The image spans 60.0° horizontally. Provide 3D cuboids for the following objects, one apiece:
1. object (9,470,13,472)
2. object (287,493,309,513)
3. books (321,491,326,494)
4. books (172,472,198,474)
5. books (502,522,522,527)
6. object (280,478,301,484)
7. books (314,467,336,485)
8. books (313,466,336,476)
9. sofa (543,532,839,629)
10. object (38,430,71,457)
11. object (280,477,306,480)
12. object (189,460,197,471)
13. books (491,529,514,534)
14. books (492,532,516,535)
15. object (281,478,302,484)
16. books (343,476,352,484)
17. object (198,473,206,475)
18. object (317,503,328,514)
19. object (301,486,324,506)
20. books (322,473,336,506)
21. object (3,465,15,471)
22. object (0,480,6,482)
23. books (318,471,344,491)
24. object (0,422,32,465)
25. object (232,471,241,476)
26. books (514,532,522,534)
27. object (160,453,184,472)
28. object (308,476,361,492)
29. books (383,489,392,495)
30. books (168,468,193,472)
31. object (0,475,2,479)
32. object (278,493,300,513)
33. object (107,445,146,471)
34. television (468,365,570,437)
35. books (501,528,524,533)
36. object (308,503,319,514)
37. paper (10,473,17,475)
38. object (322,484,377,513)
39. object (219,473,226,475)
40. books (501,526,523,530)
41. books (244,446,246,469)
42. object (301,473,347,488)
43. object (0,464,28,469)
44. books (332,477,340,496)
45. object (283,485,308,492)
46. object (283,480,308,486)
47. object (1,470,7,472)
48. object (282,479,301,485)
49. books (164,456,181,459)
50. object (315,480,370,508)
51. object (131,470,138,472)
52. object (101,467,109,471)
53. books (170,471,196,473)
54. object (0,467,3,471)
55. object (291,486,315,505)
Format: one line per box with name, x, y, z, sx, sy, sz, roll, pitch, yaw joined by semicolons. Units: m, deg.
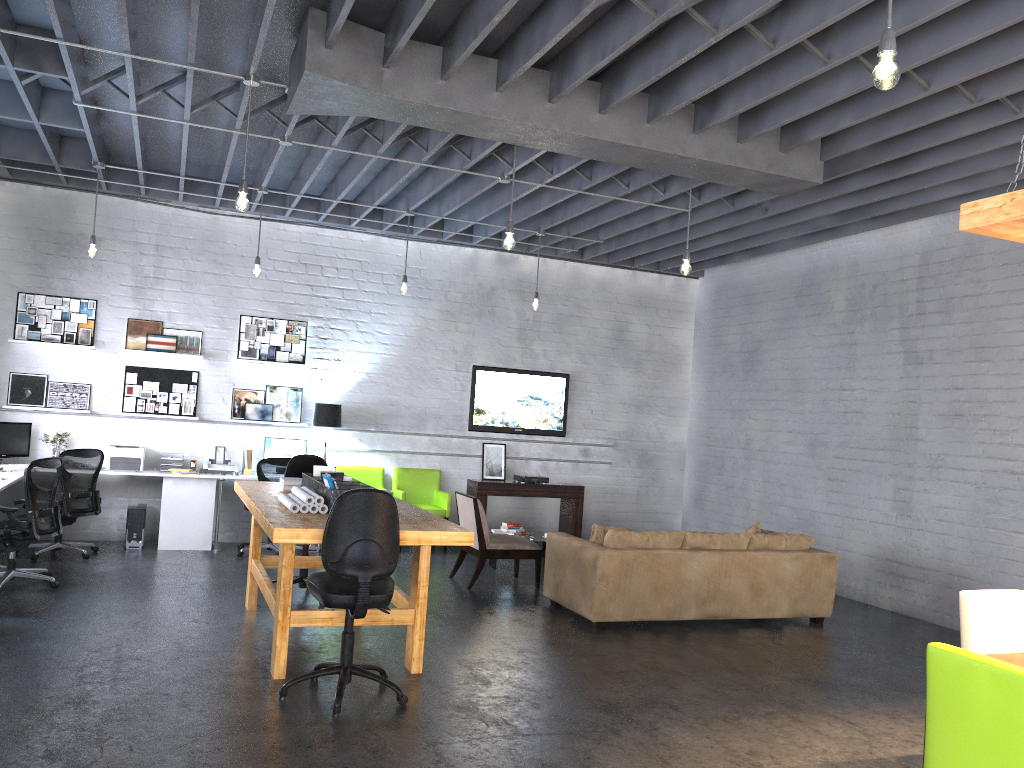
object;-4.600;0.796;8.121;0.071;0.020;0.058;2;-3;33
object;-1.373;0.759;5.667;0.058;0.057;0.635;5;-2;-21
books;-1.139;0.722;5.893;0.184;0.027;0.232;2;-3;41
books;-3.416;0.927;9.255;0.148;0.014;0.211;2;-3;33
books;-0.003;1.585;9.989;0.185;0.041;0.129;5;-3;-27
object;-1.502;0.751;6.782;0.520;0.047;0.046;5;-2;-21
books;-1.387;0.722;6.566;0.158;0.199;0.082;5;-2;-21
books;-1.396;0.716;6.596;0.171;0.210;0.046;5;-2;-21
sofa;1.534;1.686;7.724;2.331;0.628;1.104;5;-2;-21
object;-4.691;0.659;9.119;0.271;0.362;0.297;3;-2;24
object;-1.520;0.751;6.826;0.520;0.047;0.046;5;-2;-21
object;-3.454;0.883;9.607;0.093;0.116;0.067;5;-2;-21
books;-0.101;1.607;9.654;0.223;0.027;0.161;4;-2;-12
books;-0.088;1.644;9.636;0.175;0.045;0.240;5;-3;-32
object;-1.486;0.750;6.740;0.520;0.047;0.046;5;-2;-21
books;-1.184;0.723;6.100;0.143;0.188;0.061;5;-2;-21
object;-3.251;0.944;9.301;0.008;0.007;0.142;4;-2;13
object;-1.267;0.768;5.709;0.058;0.057;0.635;5;-2;-21
object;-1.289;0.717;5.700;0.057;0.057;0.635;5;-2;-21
books;-1.131;0.681;5.554;0.108;0.234;0.166;5;-2;-21
object;-4.712;0.780;8.285;0.130;0.049;0.130;4;-2;-4
object;-4.188;0.789;7.202;0.119;0.016;0.119;4;-2;-4
books;-1.236;0.704;6.047;0.158;0.214;0.063;5;-2;-21
object;-5.046;0.589;8.790;0.147;0.427;0.560;4;-2;16
object;-2.941;0.950;9.460;0.095;0.050;0.095;2;-3;37
books;-0.026;1.669;9.990;0.223;0.032;0.161;6;-3;-41
object;-3.640;0.838;9.489;0.229;0.180;0.316;5;-2;-21
object;-1.244;0.739;6.179;0.317;0.156;0.306;5;-2;-21
books;-1.014;0.814;6.530;0.244;0.067;0.298;4;-2;-12
books;-3.448;0.895;9.226;0.211;0.014;0.148;4;-2;-6
object;-4.182;0.766;7.209;0.062;0.049;0.078;2;-3;39
object;-1.426;0.754;5.646;0.057;0.058;0.635;5;-2;-21
object;-4.057;0.775;9.331;0.351;0.235;0.351;5;-2;-21
television;0.101;0.225;11.112;1.325;0.816;0.021;5;-2;-22
books;0.003;1.643;9.996;0.223;0.026;0.161;2;-3;38
object;-1.320;0.763;5.688;0.057;0.058;0.635;5;-2;-21
paper;-4.522;0.803;7.920;0.159;0.001;0.115;6;-3;-38
object;-1.021;0.731;5.606;0.317;0.156;0.306;5;-2;-21
object;-3.068;0.956;9.395;0.076;0.016;0.017;3;-2;29
books;-0.007;1.617;9.996;0.208;0.024;0.144;6;-3;-36
books;-2.934;0.838;9.748;0.036;0.296;0.210;4;-2;-21
object;-1.356;0.743;6.466;0.317;0.156;0.306;5;-2;-21
object;-4.768;0.801;8.621;0.181;0.028;0.422;3;-3;29
books;-1.096;0.695;5.552;0.097;0.209;0.157;5;-2;-21
object;-1.446;0.789;6.630;0.520;0.047;0.047;5;-2;-21
object;-1.448;0.749;6.645;0.520;0.047;0.046;5;-2;-23
object;-4.644;0.796;8.109;0.057;0.013;0.013;5;-2;-29
object;-1.469;0.750;6.696;0.520;0.047;0.046;5;-2;-21
books;-3.644;0.790;9.505;0.134;0.008;0.203;6;-3;-38
object;-1.132;0.735;5.893;0.317;0.156;0.306;5;-2;-21
object;-3.865;0.888;9.077;0.075;0.016;0.017;4;-2;4
object;-4.162;0.862;9.001;0.103;0.021;0.131;6;-3;-41
books;-3.426;0.912;9.239;0.148;0.014;0.211;2;-3;43
object;-4.510;0.666;7.362;0.485;0.230;0.420;5;-2;-21
object;-1.342;0.712;5.679;0.057;0.057;0.635;5;-2;-21
